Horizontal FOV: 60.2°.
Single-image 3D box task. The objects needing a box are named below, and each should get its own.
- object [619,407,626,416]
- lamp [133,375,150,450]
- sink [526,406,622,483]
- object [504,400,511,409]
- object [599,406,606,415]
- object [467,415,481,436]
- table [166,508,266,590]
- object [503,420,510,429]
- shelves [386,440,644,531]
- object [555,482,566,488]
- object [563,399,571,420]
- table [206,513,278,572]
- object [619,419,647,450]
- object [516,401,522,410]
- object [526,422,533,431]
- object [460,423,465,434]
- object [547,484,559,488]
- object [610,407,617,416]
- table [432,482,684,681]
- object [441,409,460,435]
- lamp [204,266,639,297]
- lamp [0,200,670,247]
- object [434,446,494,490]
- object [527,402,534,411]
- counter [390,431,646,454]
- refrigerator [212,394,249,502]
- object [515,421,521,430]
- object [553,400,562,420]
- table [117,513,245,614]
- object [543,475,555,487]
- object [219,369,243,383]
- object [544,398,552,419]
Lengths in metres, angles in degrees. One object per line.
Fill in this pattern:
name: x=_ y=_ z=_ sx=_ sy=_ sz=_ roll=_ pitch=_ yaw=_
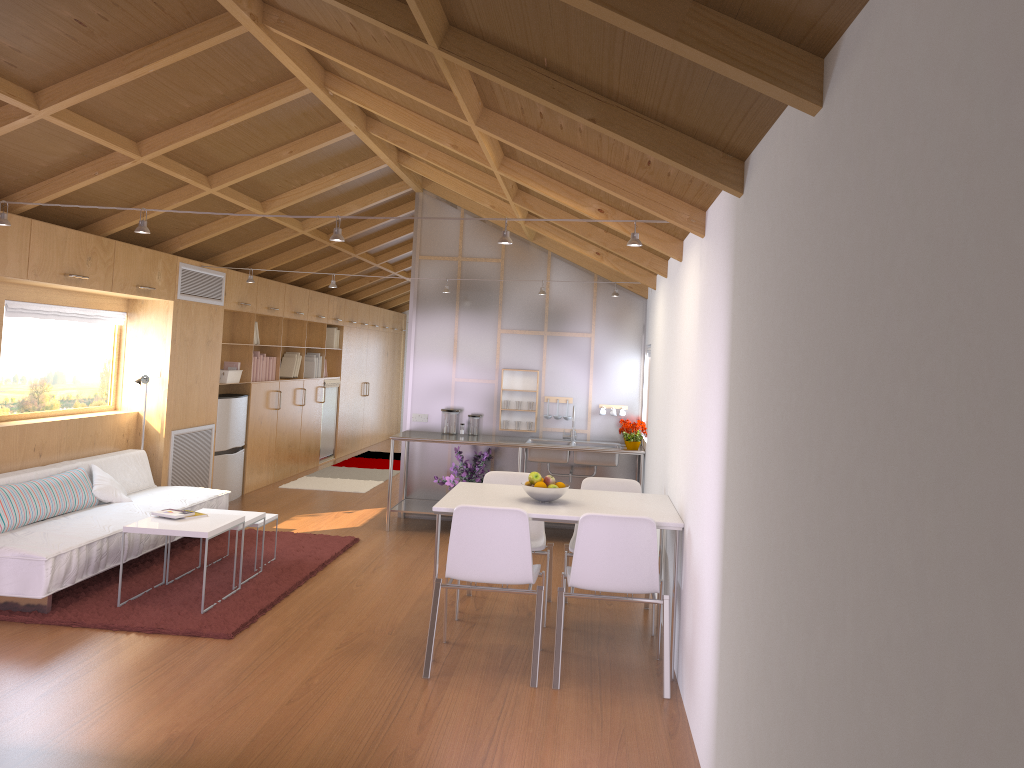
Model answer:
object: x=0.973 y=0.246 z=7.790 sx=0.059 sy=0.080 sz=0.062 roll=3 pitch=-1 yaw=5
lamp: x=-2.898 y=0.527 z=6.917 sx=0.182 sy=1.201 sz=0.254 roll=4 pitch=-3 yaw=-19
sink: x=0.528 y=0.510 z=7.548 sx=0.810 sy=0.642 sz=0.562 roll=3 pitch=-1 yaw=5
object: x=-0.044 y=0.186 z=7.863 sx=0.061 sy=0.077 sz=0.061 roll=3 pitch=-1 yaw=17
object: x=0.801 y=0.237 z=7.805 sx=0.059 sy=0.080 sz=0.062 roll=3 pitch=-1 yaw=5
object: x=-0.339 y=0.365 z=7.827 sx=0.113 sy=0.177 sz=0.113 roll=2 pitch=-2 yaw=26
table: x=-1.843 y=1.023 z=5.537 sx=0.424 sy=0.384 sz=0.457 roll=3 pitch=0 yaw=5
object: x=-0.053 y=0.363 z=7.854 sx=0.061 sy=0.077 sz=0.061 roll=3 pitch=-1 yaw=17
shelves: x=0.040 y=0.887 z=7.545 sx=2.093 sy=0.755 sz=0.631 roll=3 pitch=-1 yaw=5
object: x=0.249 y=0.546 z=4.622 sx=0.067 sy=0.066 sz=0.068 roll=3 pitch=-1 yaw=-41
object: x=0.491 y=0.230 z=7.812 sx=0.074 sy=0.183 sz=0.074 roll=1 pitch=-3 yaw=37
table: x=-1.809 y=1.050 z=5.934 sx=0.342 sy=0.309 sz=0.368 roll=3 pitch=0 yaw=5
object: x=1.014 y=0.421 z=7.466 sx=0.233 sy=0.235 sz=0.687 roll=3 pitch=1 yaw=6
object: x=0.059 y=0.191 z=7.853 sx=0.061 sy=0.077 sz=0.061 roll=3 pitch=-1 yaw=-21
object: x=0.154 y=0.374 z=7.835 sx=0.061 sy=0.077 sz=0.061 roll=3 pitch=-1 yaw=-21
object: x=-0.436 y=0.392 z=7.738 sx=0.037 sy=0.093 sz=0.037 roll=2 pitch=-2 yaw=20
object: x=0.212 y=0.553 z=4.563 sx=0.070 sy=0.069 sz=0.077 roll=3 pitch=0 yaw=6
object: x=0.894 y=0.243 z=7.792 sx=0.059 sy=0.081 sz=0.062 roll=3 pitch=-1 yaw=12
table: x=0.236 y=0.988 z=4.669 sx=1.209 sy=0.745 sz=0.897 roll=3 pitch=0 yaw=5
object: x=-0.548 y=0.334 z=7.828 sx=0.172 sy=0.216 sz=0.171 roll=3 pitch=-1 yaw=19
lamp: x=-0.750 y=-0.850 z=7.401 sx=3.829 sy=0.153 sz=0.072 roll=3 pitch=-2 yaw=5
lamp: x=-1.032 y=-0.769 z=4.225 sx=3.829 sy=0.153 sz=0.072 roll=3 pitch=-2 yaw=5
object: x=-0.403 y=0.794 z=7.476 sx=0.524 sy=0.554 sz=0.350 roll=3 pitch=-1 yaw=-4
object: x=0.163 y=0.197 z=7.844 sx=0.061 sy=0.077 sz=0.061 roll=3 pitch=-1 yaw=-21
counter: x=0.060 y=0.492 z=7.564 sx=2.110 sy=0.021 sz=0.648 roll=3 pitch=2 yaw=5
refrigerator: x=-2.751 y=0.604 z=8.408 sx=0.262 sy=0.990 sz=0.711 roll=3 pitch=-1 yaw=5
object: x=0.051 y=0.369 z=7.845 sx=0.061 sy=0.077 sz=0.061 roll=3 pitch=-1 yaw=-21
object: x=0.406 y=0.225 z=7.820 sx=0.074 sy=0.183 sz=0.074 roll=1 pitch=-3 yaw=37
table: x=-1.882 y=1.007 z=5.079 sx=0.485 sy=0.439 sz=0.523 roll=3 pitch=0 yaw=5
object: x=0.194 y=0.509 z=4.613 sx=0.063 sy=0.067 sz=0.061 roll=2 pitch=-1 yaw=43
object: x=-2.733 y=-0.073 z=8.431 sx=0.203 sy=0.123 sz=0.349 roll=3 pitch=1 yaw=5
object: x=0.320 y=0.221 z=7.828 sx=0.074 sy=0.183 sz=0.074 roll=1 pitch=-3 yaw=37
